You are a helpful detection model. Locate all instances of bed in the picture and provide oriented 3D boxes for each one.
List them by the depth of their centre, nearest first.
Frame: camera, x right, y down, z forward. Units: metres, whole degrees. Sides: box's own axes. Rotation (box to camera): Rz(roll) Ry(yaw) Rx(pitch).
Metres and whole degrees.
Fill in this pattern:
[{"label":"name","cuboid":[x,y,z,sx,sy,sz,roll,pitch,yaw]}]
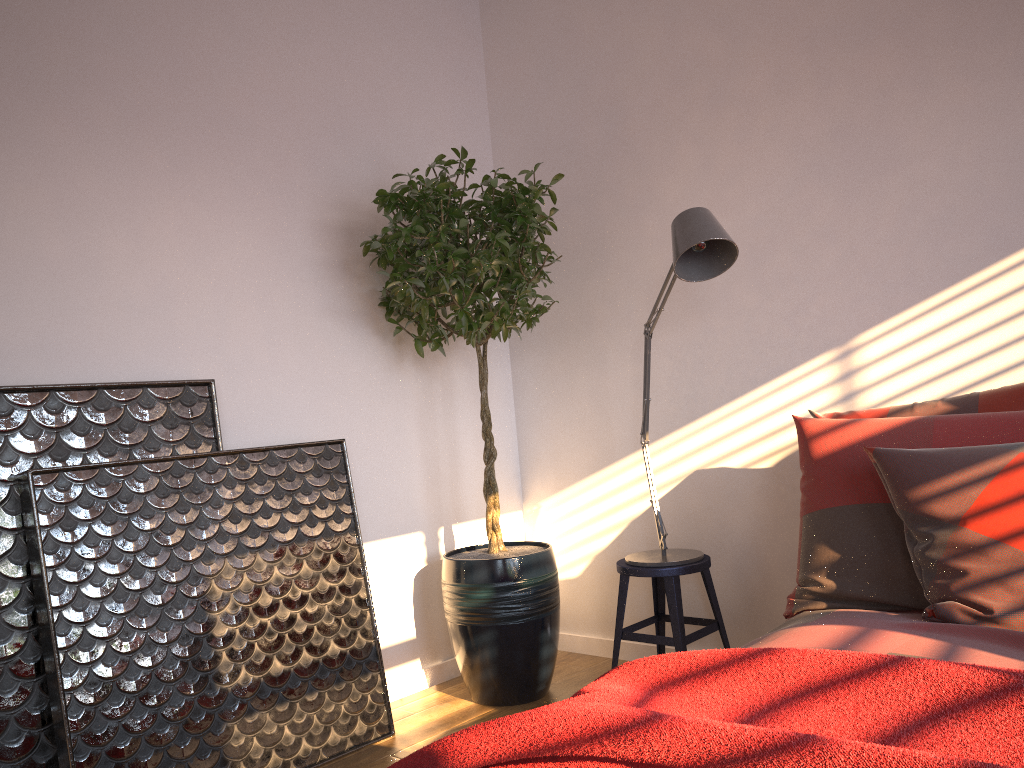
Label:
[{"label":"bed","cuboid":[1.075,0.618,1.383,2.041,0.770,2.308,-6,-2,42]}]

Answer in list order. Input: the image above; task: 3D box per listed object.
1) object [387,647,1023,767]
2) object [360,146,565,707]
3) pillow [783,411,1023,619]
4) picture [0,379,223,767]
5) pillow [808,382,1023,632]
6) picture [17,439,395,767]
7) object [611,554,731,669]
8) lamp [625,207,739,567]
[{"label":"object","cuboid":[0.613,0.711,0.917,2.651,0.660,0.681,-7,-1,44]},{"label":"object","cuboid":[-0.145,0.165,3.303,0.799,2.021,0.814,-6,1,-44]},{"label":"pillow","cuboid":[1.431,0.288,1.900,1.819,0.551,0.526,-7,-1,43]},{"label":"picture","cuboid":[-1.316,0.630,2.368,0.172,1.253,1.245,-4,0,43]},{"label":"pillow","cuboid":[1.469,0.310,1.821,2.147,0.734,1.141,-6,-2,41]},{"label":"picture","cuboid":[-0.860,0.716,2.688,0.210,1.027,1.022,-4,0,43]},{"label":"object","cuboid":[0.562,0.867,3.169,0.339,0.480,0.341,-5,0,43]},{"label":"lamp","cuboid":[0.526,0.055,2.906,0.279,1.128,0.788,-5,0,-7]}]
